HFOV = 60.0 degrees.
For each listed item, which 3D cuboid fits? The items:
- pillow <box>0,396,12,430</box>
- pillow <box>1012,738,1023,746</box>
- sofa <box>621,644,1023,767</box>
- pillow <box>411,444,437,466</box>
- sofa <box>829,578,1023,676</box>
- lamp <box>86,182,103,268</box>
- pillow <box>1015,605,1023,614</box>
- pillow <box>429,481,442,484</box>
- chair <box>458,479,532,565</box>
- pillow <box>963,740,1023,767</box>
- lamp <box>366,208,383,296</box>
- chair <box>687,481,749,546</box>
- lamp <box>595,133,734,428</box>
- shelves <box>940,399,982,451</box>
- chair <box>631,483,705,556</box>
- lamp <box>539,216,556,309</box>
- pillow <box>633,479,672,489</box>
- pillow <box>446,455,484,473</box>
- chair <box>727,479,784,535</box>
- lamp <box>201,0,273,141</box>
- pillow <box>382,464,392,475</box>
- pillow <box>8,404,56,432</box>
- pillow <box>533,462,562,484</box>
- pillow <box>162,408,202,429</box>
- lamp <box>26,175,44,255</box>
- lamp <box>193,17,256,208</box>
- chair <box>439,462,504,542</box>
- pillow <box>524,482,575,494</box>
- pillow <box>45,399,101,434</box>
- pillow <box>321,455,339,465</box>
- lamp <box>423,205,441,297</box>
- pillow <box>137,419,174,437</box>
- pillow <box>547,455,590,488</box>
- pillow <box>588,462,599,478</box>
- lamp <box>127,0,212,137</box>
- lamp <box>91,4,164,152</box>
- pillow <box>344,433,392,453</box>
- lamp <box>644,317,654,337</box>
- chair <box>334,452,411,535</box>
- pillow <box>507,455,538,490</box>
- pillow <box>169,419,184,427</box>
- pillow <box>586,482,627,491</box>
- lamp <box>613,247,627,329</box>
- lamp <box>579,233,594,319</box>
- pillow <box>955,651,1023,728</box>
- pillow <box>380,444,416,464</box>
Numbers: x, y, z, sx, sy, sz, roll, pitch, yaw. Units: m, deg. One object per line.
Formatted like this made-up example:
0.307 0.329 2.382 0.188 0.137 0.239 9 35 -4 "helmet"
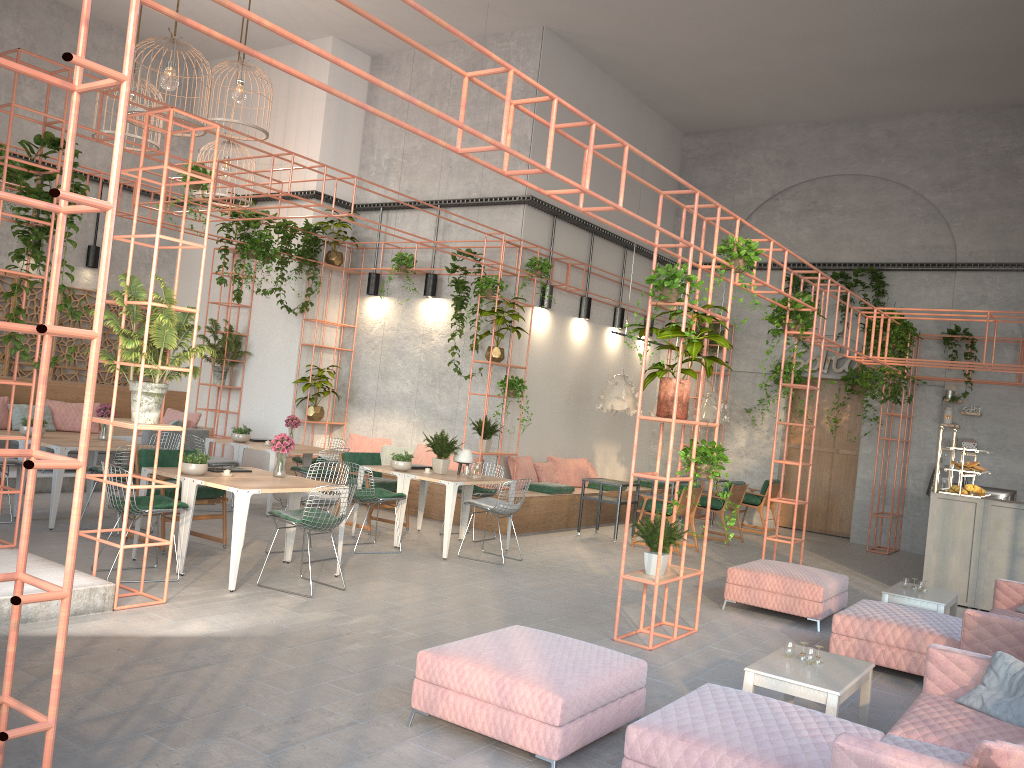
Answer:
-7.529 0.404 12.648 0.276 0.474 0.839 6 -1 25 "pillow"
2.154 1.504 3.591 0.441 0.317 0.479 6 -1 16 "pillow"
1.824 1.729 4.185 1.960 0.672 2.219 5 -1 35 "sofa"
-1.309 1.157 13.470 0.276 0.474 0.839 7 -1 -35 "pillow"
3.801 1.994 7.104 1.960 0.672 2.219 5 -1 35 "sofa"
-6.919 -2.649 14.777 0.185 1.436 0.179 5 -1 34 "lamp"
4.569 1.848 7.462 0.307 0.324 0.500 7 -1 -20 "pillow"
-0.956 1.369 12.752 0.637 0.149 0.491 5 -1 35 "pillow"
-0.186 1.474 9.866 0.717 0.941 0.565 6 -1 31 "chair"
1.859 1.447 3.249 0.495 0.349 0.308 6 -1 -6 "pillow"
-2.192 -2.154 14.395 0.179 1.425 0.185 5 -1 34 "lamp"
3.111 1.903 13.414 0.685 0.930 0.722 5 -1 34 "chair"
2.708 -1.415 14.037 0.704 4.052 4.456 5 -1 34 "lamp"
7.128 0.651 14.098 0.560 0.790 0.186 5 -1 35 "shelves"
2.121 1.770 11.952 0.685 0.929 0.722 5 -1 34 "chair"
0.585 -1.871 13.580 0.185 1.425 0.179 5 -1 34 "lamp"
2.522 1.801 15.958 0.491 0.149 0.637 5 -1 35 "pillow"
-0.772 1.257 13.124 0.666 0.385 0.289 6 -1 30 "pillow"
4.080 2.032 14.845 0.685 0.930 0.722 5 -1 34 "chair"
-3.588 -5.176 12.126 0.883 3.476 0.883 6 -1 -3 "lamp"
-1.792 1.290 13.326 0.637 0.149 0.491 5 -1 35 "pillow"
-7.141 0.502 13.190 0.289 0.385 0.666 6 -1 30 "pillow"
0.546 1.409 13.736 0.289 0.385 0.666 6 -1 30 "pillow"
-5.099 0.631 13.506 0.836 0.476 0.273 5 -1 35 "pillow"
-7.467 -2.723 13.968 0.185 1.436 0.185 6 -1 -15 "lamp"
-4.342 -4.586 13.900 0.883 3.476 0.883 6 -1 -3 "lamp"
-0.494 1.465 11.195 0.565 0.941 0.717 5 -1 36 "chair"
0.563 1.538 13.065 0.491 0.149 0.637 5 -1 35 "pillow"
-6.812 0.500 13.706 0.839 0.474 0.276 7 -1 -35 "pillow"
-2.654 1.208 13.917 0.637 0.149 0.491 5 -1 35 "pillow"
-1.198 -2.060 13.713 0.179 1.425 0.185 5 -1 34 "lamp"
-5.353 0.666 13.351 0.479 0.317 0.441 6 -1 16 "pillow"
0.926 1.412 14.251 0.839 0.474 0.276 7 -1 -35 "pillow"
1.263 1.505 14.794 0.289 0.385 0.666 6 -1 30 "pillow"
-3.644 -4.584 9.804 0.883 3.476 0.883 6 -1 -3 "lamp"
-5.256 -5.129 12.533 0.883 3.476 0.883 6 -1 -3 "lamp"
-2.337 1.060 14.228 0.839 0.474 0.276 6 -1 25 "pillow"
2.606 -1.600 16.564 0.185 1.425 0.179 5 -1 34 "lamp"
-1.725 1.334 11.016 0.685 0.917 0.722 5 -1 34 "chair"
0.175 1.313 13.218 0.276 0.474 0.839 6 -1 25 "pillow"
-5.011 0.679 13.052 0.308 0.349 0.495 6 -1 -6 "pillow"
1.531 1.668 14.494 0.491 0.149 0.637 5 -1 35 "pillow"
1.930 -1.690 15.566 0.185 1.425 0.179 5 -1 34 "lamp"
1.260 -1.780 14.578 0.185 1.425 0.179 5 -1 34 "lamp"
2.592 1.583 4.543 0.307 0.324 0.500 7 -1 -20 "pillow"
-1.826 1.156 13.847 0.666 0.385 0.289 6 -1 30 "pillow"
